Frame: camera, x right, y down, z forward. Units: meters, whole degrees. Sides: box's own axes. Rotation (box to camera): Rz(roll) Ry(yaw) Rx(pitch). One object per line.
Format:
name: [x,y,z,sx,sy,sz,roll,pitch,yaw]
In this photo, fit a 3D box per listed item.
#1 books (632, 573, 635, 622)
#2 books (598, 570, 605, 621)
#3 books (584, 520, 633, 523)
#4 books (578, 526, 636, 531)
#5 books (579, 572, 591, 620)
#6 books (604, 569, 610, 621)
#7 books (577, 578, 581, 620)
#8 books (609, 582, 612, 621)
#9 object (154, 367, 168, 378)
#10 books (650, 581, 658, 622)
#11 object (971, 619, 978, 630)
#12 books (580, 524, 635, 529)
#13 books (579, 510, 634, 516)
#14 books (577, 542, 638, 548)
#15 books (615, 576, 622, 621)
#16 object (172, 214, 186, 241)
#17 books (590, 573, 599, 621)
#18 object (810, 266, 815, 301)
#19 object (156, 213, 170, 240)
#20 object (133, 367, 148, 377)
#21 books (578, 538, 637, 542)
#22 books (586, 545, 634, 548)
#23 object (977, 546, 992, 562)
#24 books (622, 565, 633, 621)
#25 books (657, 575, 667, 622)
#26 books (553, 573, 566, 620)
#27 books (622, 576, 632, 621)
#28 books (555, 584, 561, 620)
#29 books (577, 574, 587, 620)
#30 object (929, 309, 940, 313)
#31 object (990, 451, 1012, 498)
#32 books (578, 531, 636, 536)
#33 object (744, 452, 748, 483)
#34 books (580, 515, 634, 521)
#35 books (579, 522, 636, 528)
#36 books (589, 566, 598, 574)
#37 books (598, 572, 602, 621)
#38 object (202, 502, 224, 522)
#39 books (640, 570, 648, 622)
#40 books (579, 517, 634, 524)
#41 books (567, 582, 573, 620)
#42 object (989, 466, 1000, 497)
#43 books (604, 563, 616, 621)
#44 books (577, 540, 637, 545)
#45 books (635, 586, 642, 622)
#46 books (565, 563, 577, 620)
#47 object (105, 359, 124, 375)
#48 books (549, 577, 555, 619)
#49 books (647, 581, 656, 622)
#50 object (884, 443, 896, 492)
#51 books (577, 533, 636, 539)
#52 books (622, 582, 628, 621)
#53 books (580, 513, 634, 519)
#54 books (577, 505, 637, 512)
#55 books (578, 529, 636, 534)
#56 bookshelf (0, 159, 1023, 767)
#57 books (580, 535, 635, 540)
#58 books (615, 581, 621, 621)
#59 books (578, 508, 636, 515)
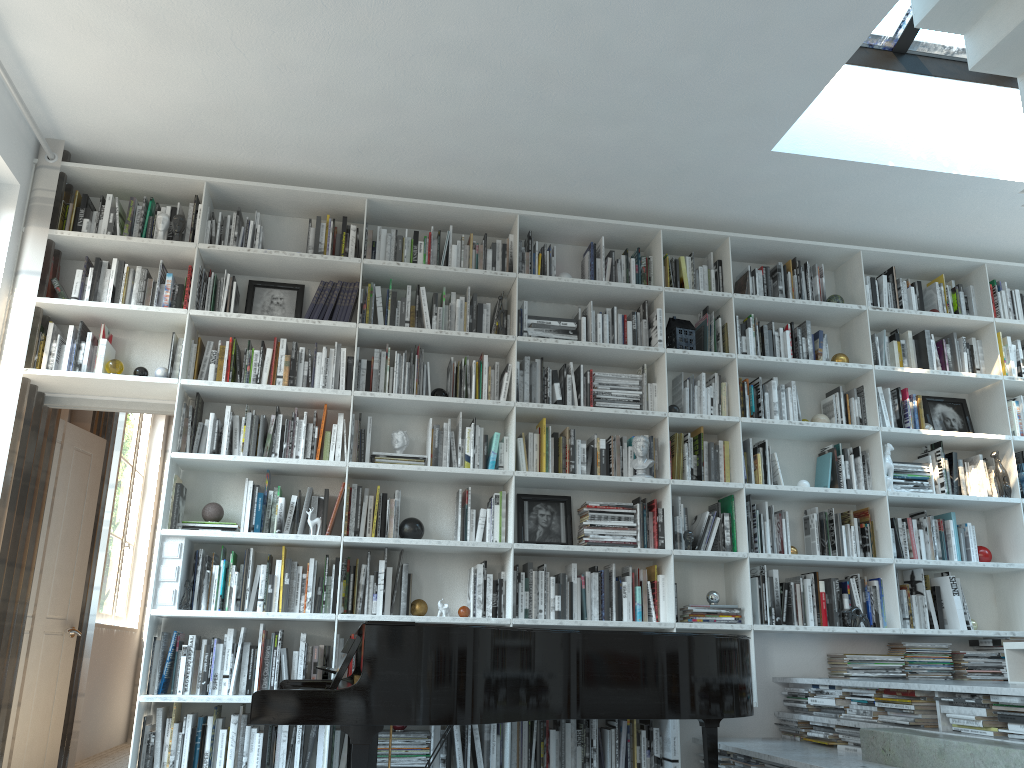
books: [0.621,1.134,4.688,0.014,0.255,0.145,4,-17,-10]
books: [0.454,1.115,4.647,0.010,0.260,0.182,4,-17,-10]
books: [0.509,0.753,4.771,0.254,0.012,0.161,3,-17,-7]
books: [0.509,0.785,4.756,0.285,0.012,0.160,3,-17,-5]
books: [0.383,1.120,4.654,0.025,0.253,0.136,4,-17,-10]
books: [0.474,1.113,4.644,0.028,0.263,0.162,4,-17,-10]
books: [0.330,1.130,4.632,0.025,0.220,0.140,4,-17,-10]
books: [0.495,1.149,4.654,0.021,0.202,0.128,4,-17,-10]
object: [-1.786,-0.051,4.525,0.071,0.072,0.071,12,-20,-31]
books: [0.737,1.154,4.681,0.011,0.216,0.166,4,-17,-10]
object: [2.580,1.358,4.989,0.071,0.072,0.072,-12,-21,37]
books: [0.509,0.774,4.760,0.254,0.012,0.161,6,-18,-15]
books: [0.510,0.705,4.783,0.254,0.012,0.161,5,-18,-14]
books: [0.507,0.865,4.732,0.285,0.012,0.160,6,-18,-15]
books: [0.549,1.137,4.666,0.014,0.234,0.154,4,-17,-10]
object: [-1.748,-0.796,4.638,0.067,0.197,0.068,-9,-20,31]
books: [0.413,1.118,4.631,0.026,0.244,0.192,4,-17,-10]
object: [1.808,-0.556,5.418,0.006,0.297,0.130,4,-17,-10]
object: [-1.827,-0.802,4.624,0.067,0.197,0.068,-9,-20,31]
object: [-1.894,-0.053,4.526,0.071,0.072,0.071,12,-20,-31]
books: [0.508,0.842,4.739,0.285,0.012,0.160,3,-17,-5]
books: [0.506,0.879,4.735,0.254,0.012,0.161,3,-17,-8]
object: [2.694,0.989,5.096,0.115,0.116,0.115,12,-20,-31]
books: [0.609,1.113,4.684,0.014,0.293,0.138,4,-17,-10]
books: [0.771,1.141,4.686,0.033,0.245,0.177,4,-17,-10]
books: [0.246,1.110,4.601,0.029,0.237,0.166,4,-17,-10]
books: [0.592,1.136,4.662,0.023,0.233,0.175,4,-17,-10]
books: [0.219,1.131,4.581,0.029,0.183,0.175,4,-17,-10]
books: [0.358,1.122,4.632,0.031,0.236,0.159,4,-17,-10]
object: [2.580,-0.423,5.424,0.071,0.072,0.072,-12,-21,37]
object: [2.831,0.532,5.135,0.087,0.287,0.075,-7,-18,24]
books: [0.507,0.811,4.758,0.285,0.012,0.160,4,-18,-9]
object: [1.290,0.502,4.999,0.013,0.207,0.140,4,-17,-10]
books: [0.509,0.729,4.776,0.254,0.012,0.161,5,-18,-14]
books: [0.510,0.763,4.763,0.285,0.012,0.160,3,-17,-5]
books: [0.429,1.107,4.663,0.014,0.285,0.135,4,-17,-10]
books: [0.442,1.122,4.654,0.011,0.251,0.159,4,-17,-10]
object: [-1.483,0.641,4.395,0.105,0.106,0.105,12,-20,-31]
books: [0.676,1.126,4.688,0.026,0.271,0.175,4,-17,-10]
books: [0.509,0.741,4.774,0.254,0.012,0.161,5,-18,-13]
books: [0.285,1.131,4.599,0.023,0.196,0.165,4,-17,-10]
object: [2.807,0.606,5.255,0.022,0.211,0.179,4,-17,-10]
books: [0.514,1.102,4.660,0.012,0.295,0.178,4,-17,-10]
books: [0.506,0.856,4.744,0.285,0.012,0.160,4,-18,-11]
books: [0.643,1.163,4.658,0.023,0.182,0.169,4,-17,-10]
books: [0.308,1.091,4.629,0.026,0.290,0.152,4,-17,-10]
object: [-1.999,-0.082,4.462,0.087,0.087,0.087,-12,-21,37]
books: [0.193,1.115,4.586,0.023,0.216,0.175,4,-17,-10]
books: [0.711,1.154,4.675,0.042,0.211,0.169,4,-17,-10]
object: [2.116,0.475,4.992,0.087,0.287,0.075,-7,-18,24]
books: [0.506,0.823,4.757,0.285,0.012,0.160,4,-18,-10]
books: [0.569,1.149,4.653,0.023,0.203,0.168,4,-17,-10]
books: [0.509,0.717,4.781,0.254,0.012,0.161,5,-18,-13]
books: [0.511,0.681,4.787,0.285,0.012,0.160,6,-18,-15]
books: [0.507,0.799,4.759,0.285,0.012,0.160,3,-17,-8]
bookshelf: [0.598,0.619,4.763,6.297,3.131,0.331,4,-17,-10]
books: [0.508,0.831,4.743,0.254,0.012,0.161,6,-18,-15]
books: [0.532,1.145,4.648,0.024,0.206,0.183,4,-17,-10]
books: [0.509,0.695,4.790,0.285,0.012,0.160,3,-17,-8]
